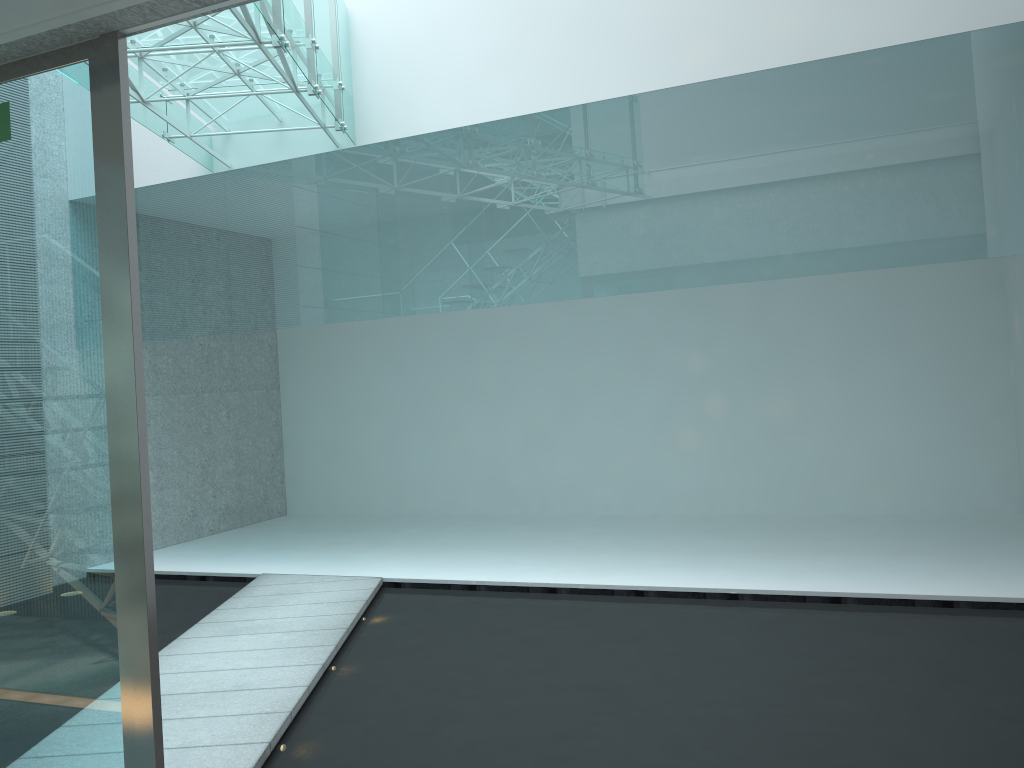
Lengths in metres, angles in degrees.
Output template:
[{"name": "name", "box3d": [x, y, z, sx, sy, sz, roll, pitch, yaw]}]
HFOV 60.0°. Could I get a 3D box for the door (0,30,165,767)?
[{"name": "door", "box3d": [-1.261, 0.189, 2.290, 0.864, 2.066, 0.076, -4, -2, 23]}]
